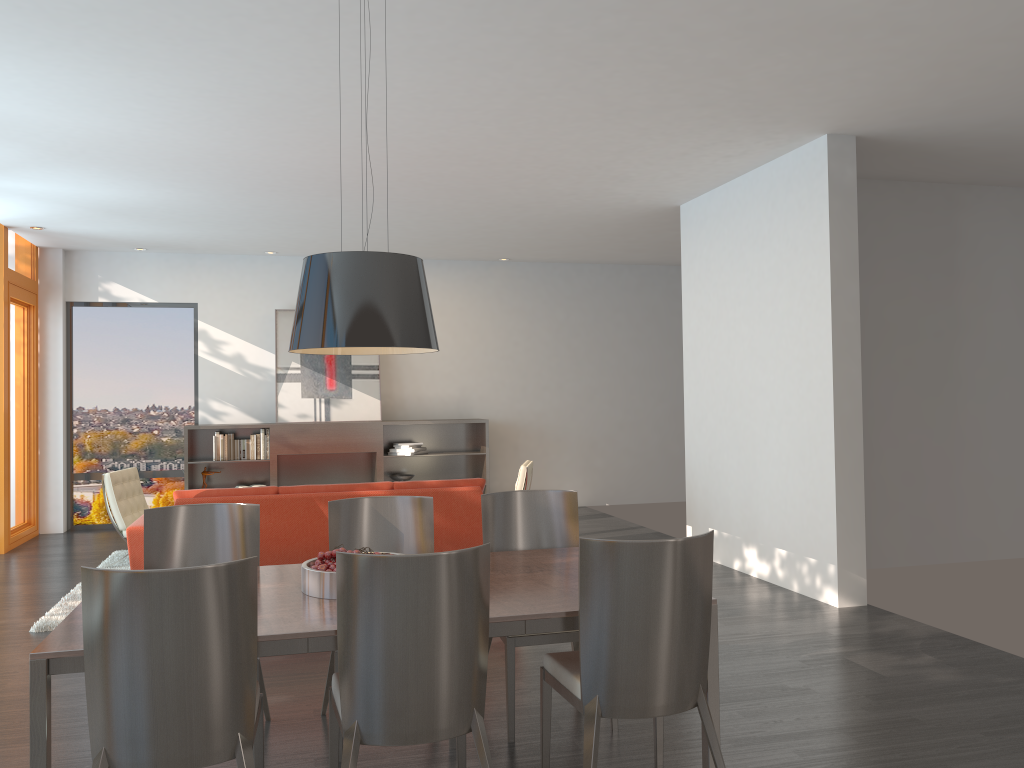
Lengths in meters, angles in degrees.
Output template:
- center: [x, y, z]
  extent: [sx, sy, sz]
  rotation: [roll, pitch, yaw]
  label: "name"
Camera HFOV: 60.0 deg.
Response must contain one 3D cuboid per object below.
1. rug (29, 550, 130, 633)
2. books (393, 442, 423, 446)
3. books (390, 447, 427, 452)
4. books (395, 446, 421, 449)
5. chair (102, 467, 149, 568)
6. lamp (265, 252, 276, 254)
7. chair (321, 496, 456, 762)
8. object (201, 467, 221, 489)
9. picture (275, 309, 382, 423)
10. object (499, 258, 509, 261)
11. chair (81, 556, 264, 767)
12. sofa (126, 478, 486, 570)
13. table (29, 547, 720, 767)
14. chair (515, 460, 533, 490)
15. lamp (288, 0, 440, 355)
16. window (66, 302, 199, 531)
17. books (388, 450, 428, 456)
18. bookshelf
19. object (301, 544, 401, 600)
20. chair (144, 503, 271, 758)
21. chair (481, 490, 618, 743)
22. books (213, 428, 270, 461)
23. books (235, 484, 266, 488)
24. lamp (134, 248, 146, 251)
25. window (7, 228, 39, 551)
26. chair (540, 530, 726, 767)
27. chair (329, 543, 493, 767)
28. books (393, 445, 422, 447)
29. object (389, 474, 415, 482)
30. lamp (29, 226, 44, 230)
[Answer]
- center: [-1.541, 1.550, 7.447]
  extent: [3.772, 0.043, 2.983]
  rotation: [-1, -1, -15]
  label: "rug"
- center: [-1.221, 0.703, 10.418]
  extent: [0.300, 0.020, 0.210]
  rotation: [0, -1, -25]
  label: "books"
- center: [-1.220, 0.772, 10.416]
  extent: [0.314, 0.038, 0.398]
  rotation: [-1, -1, 15]
  label: "books"
- center: [-1.221, 0.743, 10.417]
  extent: [0.210, 0.020, 0.300]
  rotation: [-1, -1, 15]
  label: "books"
- center: [-3.186, 1.164, 7.855]
  extent: [0.707, 0.817, 0.700]
  rotation: [-1, -1, -5]
  label: "chair"
- center: [-2.806, -1.525, 10.306]
  extent: [0.129, 0.010, 0.129]
  rotation: [-1, -1, 30]
  label: "lamp"
- center: [-0.541, 1.002, 3.837]
  extent: [0.548, 0.968, 0.614]
  rotation: [-1, -1, -15]
  label: "chair"
- center: [-3.397, 1.068, 9.878]
  extent: [0.245, 0.290, 0.201]
  rotation: [-1, -1, 5]
  label: "object"
- center: [-2.160, -0.218, 10.435]
  extent: [1.208, 1.338, 0.269]
  rotation: [-1, -1, -15]
  label: "picture"
- center: [-0.101, -1.554, 11.077]
  extent: [0.129, 0.010, 0.129]
  rotation: [-1, -1, 30]
  label: "object"
- center: [-1.008, 0.991, 2.683]
  extent: [0.548, 0.968, 0.614]
  rotation: [-1, -1, -15]
  label: "chair"
- center: [-1.303, 1.109, 6.390]
  extent: [2.597, 0.853, 1.038]
  rotation: [-1, -1, -15]
  label: "sofa"
- center: [-0.472, 1.147, 3.348]
  extent: [2.151, 0.765, 1.171]
  rotation: [-1, -1, -15]
  label: "table"
- center: [-0.129, 1.120, 8.007]
  extent: [0.707, 0.817, 0.700]
  rotation: [-1, -1, 5]
  label: "chair"
- center: [-0.571, -0.913, 3.391]
  extent: [0.567, 1.580, 0.567]
  rotation: [-1, -1, 15]
  label: "lamp"
- center: [-4.344, -0.031, 10.196]
  extent: [1.410, 3.341, 0.065]
  rotation: [-1, -1, -15]
  label: "window"
- center: [-1.220, 0.809, 10.415]
  extent: [0.314, 0.038, 0.398]
  rotation: [-1, -1, 25]
  label: "books"
- center: [-1.977, 1.024, 10.294]
  extent: [3.387, 1.163, 0.570]
  rotation: [-1, -1, -15]
  label: "bookshelf"
- center: [-0.576, 0.689, 3.350]
  extent: [0.427, 0.154, 0.427]
  rotation: [-1, -1, 29]
  label: "object"
- center: [-1.282, 1.010, 3.644]
  extent: [0.548, 0.968, 0.614]
  rotation: [-1, -1, -15]
  label: "chair"
- center: [0.134, 0.994, 4.013]
  extent: [0.548, 0.968, 0.614]
  rotation: [-1, -1, -15]
  label: "chair"
- center: [-3.022, 0.672, 9.932]
  extent: [0.592, 0.340, 0.324]
  rotation: [-1, -1, -15]
  label: "books"
- center: [-2.928, 1.174, 9.962]
  extent: [0.336, 0.064, 0.234]
  rotation: [0, -1, -35]
  label: "books"
- center: [-4.173, -1.510, 9.949]
  extent: [0.129, 0.010, 0.129]
  rotation: [-1, -1, 30]
  label: "lamp"
- center: [-5.138, -0.038, 9.130]
  extent: [0.211, 3.347, 1.156]
  rotation: [-1, -1, -15]
  label: "window"
- center: [0.408, 0.975, 3.053]
  extent: [0.548, 0.968, 0.614]
  rotation: [-1, -1, -15]
  label: "chair"
- center: [-0.332, 0.984, 2.859]
  extent: [0.548, 0.968, 0.614]
  rotation: [-1, -1, -15]
  label: "chair"
- center: [-1.221, 0.723, 10.418]
  extent: [0.210, 0.020, 0.300]
  rotation: [-1, -1, 25]
  label: "books"
- center: [-1.289, 1.130, 10.387]
  extent: [0.309, 0.117, 0.309]
  rotation: [-1, -1, 19]
  label: "object"
- center: [-4.641, -1.522, 8.661]
  extent: [0.129, 0.010, 0.129]
  rotation: [-1, -1, 30]
  label: "lamp"
